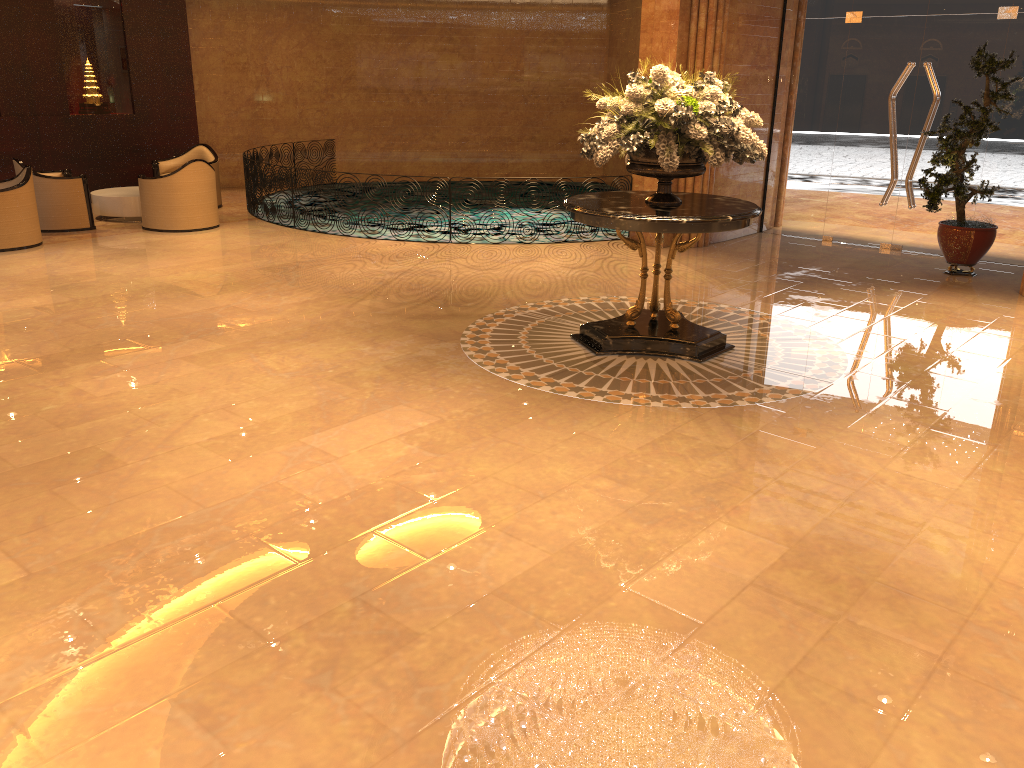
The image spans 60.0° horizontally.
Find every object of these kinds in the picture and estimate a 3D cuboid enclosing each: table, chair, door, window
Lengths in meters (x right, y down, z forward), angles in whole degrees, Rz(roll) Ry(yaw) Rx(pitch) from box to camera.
[{"bbox_3d":[1.122,-0.864,6.904,1.493,1.089,1.493,13,23,32],"label":"table"},{"bbox_3d":[-5.324,-2.565,12.634,1.196,0.354,1.196,-7,21,-21],"label":"table"},{"bbox_3d":[-5.973,-2.079,10.364,0.769,0.916,0.951,-12,23,-32],"label":"chair"},{"bbox_3d":[4.743,-2.985,10.602,1.880,2.758,0.195,17,25,38],"label":"door"},{"bbox_3d":[-4.331,-2.520,11.696,0.769,0.916,0.951,14,23,33],"label":"chair"},{"bbox_3d":[-4.918,-3.190,13.590,0.951,0.916,0.769,6,20,15],"label":"chair"},{"bbox_3d":[-6.000,-2.498,11.562,0.769,0.916,0.951,-14,24,-37],"label":"chair"},{"bbox_3d":[4.748,-3.342,10.478,3.515,3.571,0.047,17,25,38],"label":"window"}]

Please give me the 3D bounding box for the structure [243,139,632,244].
[{"bbox_3d":[-2.050,-2.971,13.526,3.815,0.995,7.624,-10,22,-29],"label":"structure"}]

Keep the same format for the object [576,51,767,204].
[{"bbox_3d":[1.172,-1.847,6.556,1.277,0.999,1.318,-6,20,-18],"label":"object"}]

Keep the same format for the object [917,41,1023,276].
[{"bbox_3d":[4.773,-2.334,9.343,0.843,2.363,1.250,8,21,20],"label":"object"}]
